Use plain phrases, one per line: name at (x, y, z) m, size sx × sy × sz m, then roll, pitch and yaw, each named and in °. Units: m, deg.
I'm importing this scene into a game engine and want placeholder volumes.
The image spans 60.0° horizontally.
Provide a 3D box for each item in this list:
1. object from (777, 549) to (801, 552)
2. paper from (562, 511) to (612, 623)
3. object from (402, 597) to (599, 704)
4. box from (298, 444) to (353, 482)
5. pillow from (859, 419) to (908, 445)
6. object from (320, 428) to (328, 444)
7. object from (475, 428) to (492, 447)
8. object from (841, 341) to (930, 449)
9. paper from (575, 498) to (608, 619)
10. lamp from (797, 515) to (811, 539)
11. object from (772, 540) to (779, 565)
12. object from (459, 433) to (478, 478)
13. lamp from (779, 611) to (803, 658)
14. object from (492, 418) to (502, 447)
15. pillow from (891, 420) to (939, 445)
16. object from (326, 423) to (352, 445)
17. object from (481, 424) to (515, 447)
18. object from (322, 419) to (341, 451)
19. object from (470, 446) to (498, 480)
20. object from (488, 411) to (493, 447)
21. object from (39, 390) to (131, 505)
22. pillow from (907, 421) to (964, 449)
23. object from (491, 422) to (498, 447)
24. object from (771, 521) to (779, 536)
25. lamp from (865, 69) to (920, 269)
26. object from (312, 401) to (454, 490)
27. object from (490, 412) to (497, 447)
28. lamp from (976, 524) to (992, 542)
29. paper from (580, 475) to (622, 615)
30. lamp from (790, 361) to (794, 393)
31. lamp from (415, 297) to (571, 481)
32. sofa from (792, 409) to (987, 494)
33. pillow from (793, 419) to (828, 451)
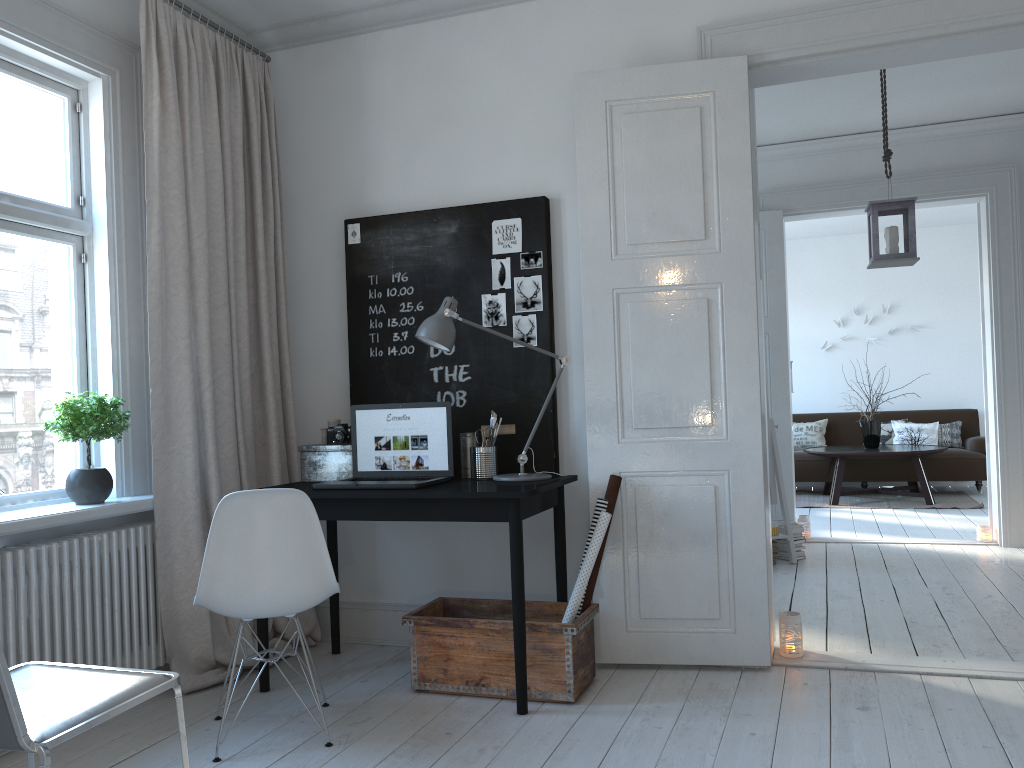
object at (1.760, 1.060, 5.707) m, size 0.111 × 0.014 × 0.156 m, roll -1°, pitch -2°, yaw -28°
paper at (0.236, 0.784, 3.254) m, size 0.283 × 0.626 × 0.041 m, roll -2°, pitch 0°, yaw -2°
object at (-0.033, 0.987, 3.318) m, size 0.665 × 0.282 × 0.339 m, roll -3°, pitch -1°, yaw 19°
box at (-0.730, 0.330, 3.743) m, size 0.317 × 0.152 × 0.193 m, roll -3°, pitch -1°, yaw 19°
pillow at (3.931, 0.549, 9.367) m, size 0.473 × 0.347 × 0.158 m, roll -2°, pitch -1°, yaw 18°
object at (-0.805, 0.224, 3.812) m, size 0.040 × 0.069 × 0.040 m, roll -2°, pitch -1°, yaw 7°
object at (-0.120, 0.275, 3.556) m, size 0.081 × 0.198 × 0.050 m, roll -3°, pitch -1°, yaw 44°
object at (3.572, 0.088, 8.514) m, size 0.845 × 1.066 × 0.525 m, roll -2°, pitch -1°, yaw -10°
paper at (0.255, 0.768, 3.310) m, size 0.266 × 0.669 × 0.043 m, roll -2°, pitch 0°, yaw -25°
lamp at (2.103, 1.030, 6.385) m, size 0.089 × 0.166 × 0.089 m, roll -2°, pitch -1°, yaw 18°
object at (1.559, 1.058, 5.597) m, size 0.185 × 0.140 × 0.295 m, roll -2°, pitch -1°, yaw -9°
object at (-0.174, 0.295, 3.639) m, size 0.079 × 0.188 × 0.079 m, roll -2°, pitch 0°, yaw -2°
lamp at (1.109, 0.997, 3.527) m, size 0.089 × 0.166 × 0.089 m, roll -2°, pitch -1°, yaw 12°
object at (-0.076, 0.255, 3.529) m, size 0.084 × 0.240 × 0.009 m, roll -2°, pitch 0°, yaw -4°
pillow at (4.181, 0.526, 9.199) m, size 0.471 × 0.309 × 0.188 m, roll -2°, pitch -1°, yaw 20°
object at (-0.708, 0.207, 3.637) m, size 0.137 × 0.087 × 0.073 m, roll -2°, pitch -1°, yaw 19°
object at (-0.053, 0.270, 3.577) m, size 0.138 × 0.209 × 0.034 m, roll -2°, pitch 0°, yaw -1°
object at (-0.775, 0.217, 3.732) m, size 0.056 × 0.130 × 0.167 m, roll -2°, pitch -1°, yaw 18°
object at (-0.112, 0.315, 3.541) m, size 0.108 × 0.128 × 0.108 m, roll -3°, pitch -1°, yaw 34°
object at (-0.090, 0.240, 3.549) m, size 0.008 × 0.267 × 0.060 m, roll -2°, pitch 0°, yaw 36°
object at (-1.523, 0.224, 3.174) m, size 0.309 × 0.407 × 0.272 m, roll -2°, pitch -1°, yaw -21°
pillow at (4.408, 0.531, 9.237) m, size 0.542 × 0.288 × 0.183 m, roll -3°, pitch -1°, yaw 20°
object at (-0.085, 0.265, 3.537) m, size 0.082 × 0.222 × 0.009 m, roll -2°, pitch -1°, yaw -41°
object at (1.602, 0.907, 5.563) m, size 0.142 × 0.074 × 0.142 m, roll -2°, pitch -1°, yaw 3°
lamp at (1.951, -1.503, 4.625) m, size 0.228 × 1.762 × 0.228 m, roll -2°, pitch 0°, yaw 16°
object at (-0.493, 0.232, 3.384) m, size 0.446 × 0.315 × 0.325 m, roll -2°, pitch -1°, yaw 20°
object at (-0.085, 0.243, 3.547) m, size 0.062 × 0.264 × 0.012 m, roll -2°, pitch 0°, yaw -28°
lamp at (3.190, 1.009, 5.991) m, size 0.093 × 0.110 × 0.093 m, roll -3°, pitch -1°, yaw 36°
paper at (0.302, 0.725, 3.367) m, size 0.297 × 0.747 × 0.048 m, roll -2°, pitch 0°, yaw -25°
lamp at (2.683, -0.786, 8.921) m, size 0.228 × 1.762 × 0.228 m, roll -2°, pitch 0°, yaw 16°
lamp at (-0.063, 0.018, 3.451) m, size 0.616 × 0.716 × 0.230 m, roll -2°, pitch 0°, yaw -10°
sofa at (3.782, 0.709, 9.348) m, size 2.165 × 0.824 × 0.968 m, roll -3°, pitch -1°, yaw 19°
pillow at (3.183, 0.572, 9.673) m, size 0.519 × 0.367 × 0.239 m, roll -2°, pitch -1°, yaw 19°
